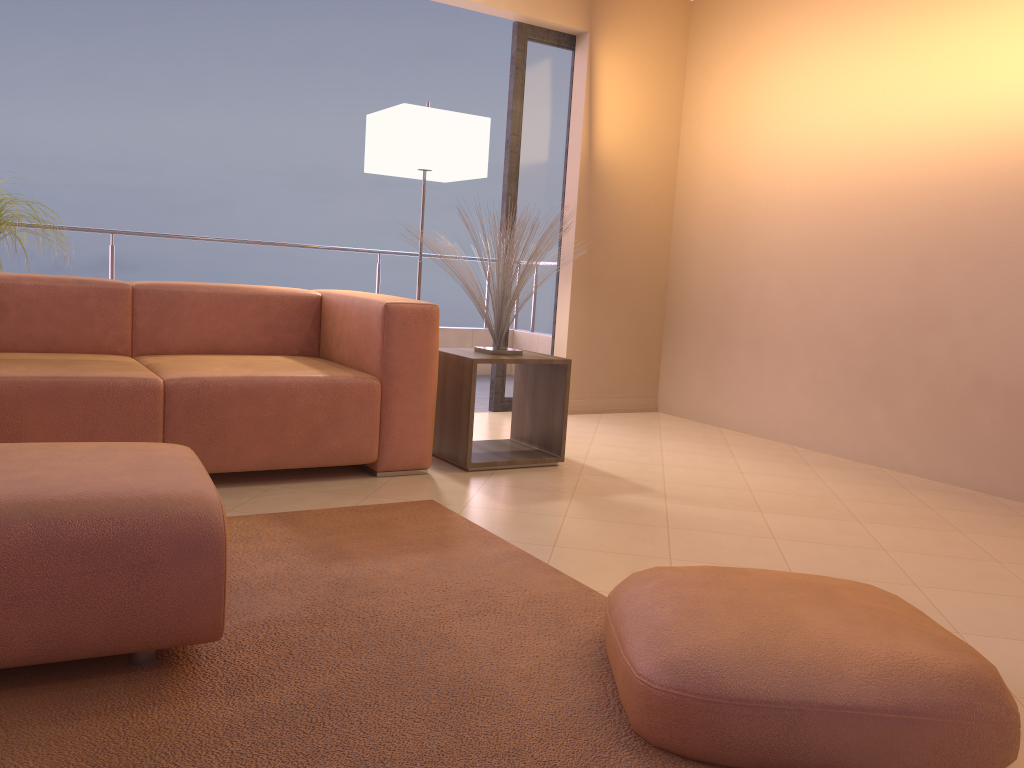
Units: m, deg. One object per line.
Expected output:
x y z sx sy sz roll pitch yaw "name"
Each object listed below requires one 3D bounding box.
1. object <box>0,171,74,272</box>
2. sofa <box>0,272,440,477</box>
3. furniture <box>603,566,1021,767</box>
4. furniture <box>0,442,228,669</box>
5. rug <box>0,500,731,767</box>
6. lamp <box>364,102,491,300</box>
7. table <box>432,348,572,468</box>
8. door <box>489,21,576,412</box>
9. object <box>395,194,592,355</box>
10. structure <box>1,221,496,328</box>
-2.310 -0.384 3.855 0.729 1.088 0.703 7 8 27 "object"
-1.683 -0.035 3.059 2.781 0.672 0.943 -1 8 -31 "sofa"
0.545 0.527 1.754 0.699 0.226 0.659 4 7 -2 "furniture"
-1.243 0.301 1.657 1.291 0.301 0.685 0 8 -26 "furniture"
-0.919 0.533 1.575 2.626 0.005 1.833 -1 8 -31 "rug"
-0.454 -0.579 4.372 0.454 1.578 0.454 -1 8 -31 "lamp"
-0.072 0.087 3.764 0.469 0.436 0.415 -1 8 -31 "table"
0.153 -0.912 5.096 0.480 2.160 0.056 -1 8 -31 "door"
-0.080 -0.455 3.772 0.703 0.634 0.700 6 7 15 "object"
-1.280 -0.578 5.279 4.176 0.541 1.663 -1 8 -31 "structure"
